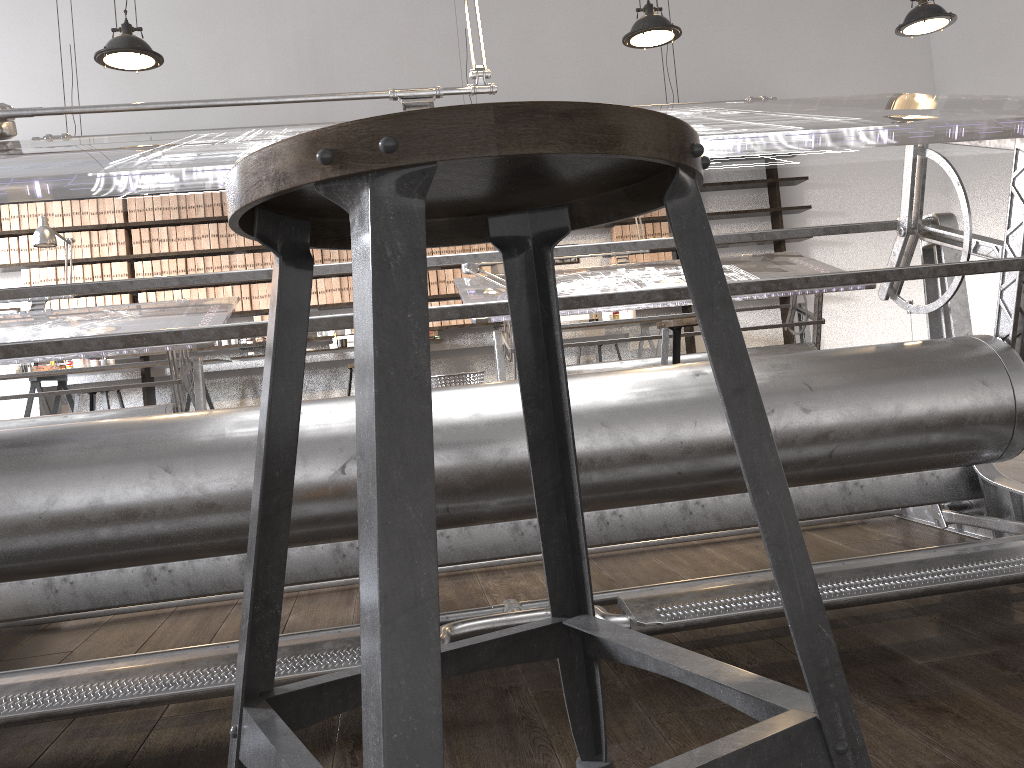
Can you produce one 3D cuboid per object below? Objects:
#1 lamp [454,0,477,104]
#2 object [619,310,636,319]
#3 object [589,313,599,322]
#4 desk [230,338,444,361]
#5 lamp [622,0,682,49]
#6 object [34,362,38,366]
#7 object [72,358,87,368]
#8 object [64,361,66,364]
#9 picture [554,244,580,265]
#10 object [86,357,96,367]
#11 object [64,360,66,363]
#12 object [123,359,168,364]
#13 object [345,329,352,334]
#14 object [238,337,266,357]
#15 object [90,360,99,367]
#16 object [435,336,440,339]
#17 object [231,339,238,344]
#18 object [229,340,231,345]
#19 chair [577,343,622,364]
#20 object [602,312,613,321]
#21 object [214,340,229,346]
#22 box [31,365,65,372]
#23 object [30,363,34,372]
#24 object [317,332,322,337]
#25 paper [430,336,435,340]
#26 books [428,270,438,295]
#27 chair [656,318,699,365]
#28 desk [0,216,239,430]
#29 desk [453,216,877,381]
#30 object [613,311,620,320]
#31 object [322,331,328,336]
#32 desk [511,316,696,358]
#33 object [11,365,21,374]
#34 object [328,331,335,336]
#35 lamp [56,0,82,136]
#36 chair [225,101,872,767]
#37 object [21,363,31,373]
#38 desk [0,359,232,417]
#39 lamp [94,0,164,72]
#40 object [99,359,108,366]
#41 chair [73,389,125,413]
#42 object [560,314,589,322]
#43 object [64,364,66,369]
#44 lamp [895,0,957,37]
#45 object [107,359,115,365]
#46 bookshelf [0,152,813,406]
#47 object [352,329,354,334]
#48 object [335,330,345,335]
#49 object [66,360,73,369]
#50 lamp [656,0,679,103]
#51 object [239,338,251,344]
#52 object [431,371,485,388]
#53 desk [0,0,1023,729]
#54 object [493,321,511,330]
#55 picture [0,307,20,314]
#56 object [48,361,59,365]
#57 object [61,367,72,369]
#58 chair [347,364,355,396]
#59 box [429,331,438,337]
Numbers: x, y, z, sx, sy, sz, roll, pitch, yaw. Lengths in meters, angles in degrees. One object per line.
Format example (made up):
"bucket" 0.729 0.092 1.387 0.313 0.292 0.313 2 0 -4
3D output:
"lamp" -0.383 -2.866 6.591 0.310 2.256 0.312 -6 -2 17
"object" 1.004 -0.614 7.704 0.144 0.196 0.145 -5 -1 -36
"object" 0.726 -0.568 7.850 0.097 0.142 0.091 -5 -1 -29
"desk" -1.383 0.046 7.324 1.669 0.670 0.654 -6 0 -8
"lamp" 0.624 -2.924 4.659 0.310 2.256 0.312 -6 -2 17
"object" -3.885 -0.166 7.187 0.069 0.230 0.068 -5 -2 -11
"object" -3.496 -0.154 7.162 0.105 0.142 0.104 -5 -1 -16
"object" -3.606 -0.152 7.162 0.040 0.130 0.005 -5 -2 -6
"picture" 0.494 -1.197 8.196 0.251 0.184 0.023 -5 -2 -8
"object" -3.463 -0.154 7.274 0.095 0.128 0.094 -5 -1 -4
"object" -3.610 -0.148 7.184 0.040 0.124 0.005 -5 -2 -5
"object" -2.870 -0.158 7.010 0.446 0.033 0.312 -6 1 -8
"object" -1.418 -0.486 7.667 0.062 0.119 0.061 -4 -2 -40
"object" -2.142 -0.298 7.331 0.204 0.161 0.283 -5 0 -8
"object" -3.388 -0.146 7.190 0.061 0.094 0.062 -6 -1 32
"object" -0.628 -0.386 7.468 0.049 0.037 0.049 -5 0 -5
"object" -2.366 -0.379 7.622 0.062 0.093 0.181 -6 0 6
"object" -2.411 -0.379 7.633 0.063 0.093 0.063 -6 -1 44
"chair" 0.702 -0.075 7.031 0.359 0.529 0.370 -5 -1 -40
"object" 0.835 -0.579 7.708 0.094 0.145 0.094 -6 -1 18
"object" -2.535 -0.456 7.603 0.181 0.272 0.156 -5 -1 -24
"box" -3.721 -0.109 7.114 0.212 0.083 0.137 -6 0 -8
"object" -3.873 -0.169 7.103 0.069 0.238 0.068 -5 -2 -11
"object" -1.673 -0.462 7.720 0.061 0.119 0.062 -6 -1 33
"paper" -0.729 -0.374 7.390 0.155 0.038 0.137 -5 1 7
"books" -0.699 -0.884 7.844 0.067 0.226 0.174 -5 -1 -8
"chair" 0.829 -0.027 3.948 0.371 0.529 0.358 -6 -1 20
"desk" -2.555 -0.150 4.372 2.281 1.389 1.075 -6 -1 -8
"desk" 0.750 -0.475 4.849 2.070 1.389 1.075 -5 -1 -8
"object" 0.915 -0.588 7.759 0.068 0.155 0.068 -5 -2 -32
"object" -1.620 -0.466 7.679 0.062 0.118 0.063 -6 -1 33
"desk" 0.727 -0.162 7.629 1.669 0.670 0.654 -6 0 -8
"object" -3.924 -0.096 7.008 0.068 0.104 0.068 -5 -1 -4
"object" -1.560 -0.472 7.643 0.061 0.119 0.062 -7 -2 42
"lamp" -3.129 -2.595 6.194 0.311 2.256 0.311 -4 -2 -28
"chair" -0.008 0.118 0.598 0.359 0.529 0.370 -5 -1 -30
"object" -3.863 -0.165 7.033 0.069 0.230 0.068 -5 -2 -11
"desk" -3.122 0.217 7.073 1.669 0.670 0.654 -6 0 -8
"lamp" -1.943 -2.672 4.288 0.310 2.256 0.312 -6 -2 12
"object" -3.340 -0.152 7.241 0.063 0.093 0.063 -6 -1 41
"chair" -3.035 0.292 6.534 0.371 0.529 0.358 -5 -1 0
"object" 0.336 -0.720 7.729 0.643 0.519 0.204 -5 -1 -8
"object" -3.588 -0.120 7.172 0.060 0.089 0.059 -5 -1 -13
"lamp" 2.156 -3.075 4.881 0.311 2.256 0.311 -4 -2 -28
"object" -3.301 -0.157 7.295 0.061 0.094 0.062 -6 -1 41
"bookshelf" -1.680 -0.490 7.777 9.182 3.213 0.372 -6 -2 -8
"object" -1.388 -0.507 7.775 0.094 0.162 0.205 -5 0 -6
"object" -1.513 -0.494 7.745 0.095 0.162 0.094 -5 -1 -12
"object" -3.555 -0.134 7.113 0.049 0.112 0.049 -5 -1 -12
"lamp" 1.149 -3.016 6.812 0.310 2.256 0.312 -6 -2 17
"object" -2.292 -0.402 7.595 0.095 0.128 0.094 -5 -1 -1
"object" -0.308 0.129 4.962 0.352 0.378 0.353 -6 0 14
"desk" -0.102 -0.329 1.510 2.070 1.389 1.075 -5 -1 -8
"object" -0.008 -0.509 7.732 0.284 0.161 0.203 -6 0 -16
"picture" -4.290 -0.547 7.496 0.251 0.184 0.023 -5 -2 -8
"object" -3.668 -0.229 7.272 0.077 0.146 0.345 -6 1 15
"object" -3.549 -0.100 6.961 0.196 0.050 0.132 -5 1 21
"chair" -1.080 0.101 6.746 0.372 0.529 0.357 -5 -1 -35
"box" -0.743 -0.464 7.548 0.212 0.207 0.137 -5 -1 -8
